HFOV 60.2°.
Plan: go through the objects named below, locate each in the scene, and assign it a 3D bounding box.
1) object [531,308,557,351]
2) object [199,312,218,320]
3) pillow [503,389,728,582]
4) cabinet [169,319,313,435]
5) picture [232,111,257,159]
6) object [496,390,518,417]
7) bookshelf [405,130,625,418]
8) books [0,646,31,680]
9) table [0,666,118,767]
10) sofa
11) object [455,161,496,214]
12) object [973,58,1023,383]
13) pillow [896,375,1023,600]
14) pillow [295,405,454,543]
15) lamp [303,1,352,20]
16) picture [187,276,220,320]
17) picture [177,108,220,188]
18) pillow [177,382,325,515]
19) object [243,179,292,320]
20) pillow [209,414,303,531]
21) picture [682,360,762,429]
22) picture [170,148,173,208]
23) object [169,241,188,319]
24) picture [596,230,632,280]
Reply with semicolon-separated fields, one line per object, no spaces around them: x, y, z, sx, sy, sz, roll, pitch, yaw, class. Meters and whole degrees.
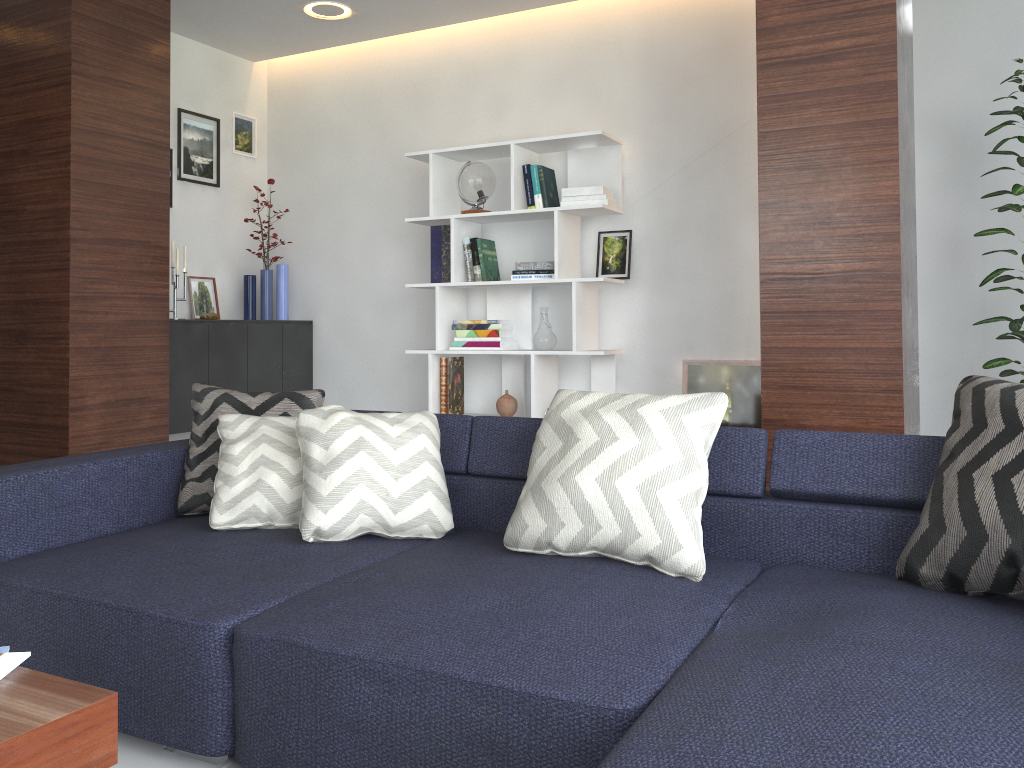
0.165;-0.282;4.534;0.132;0.220;0.132;-1;0;33;object
-1.700;-0.380;4.952;0.099;0.046;0.104;-1;3;-17;object
0.261;0.218;2.137;0.495;0.388;0.343;0;1;27;pillow
-1.656;-0.072;5.036;0.398;0.584;1.132;0;2;27;cabinet
-1.664;-1.546;5.496;0.015;0.258;0.202;-1;0;27;picture
-0.027;0.106;4.649;0.111;0.147;0.123;0;1;25;object
0.000;-0.344;4.663;1.150;1.822;0.300;0;-1;27;bookshelf
-4.811;0.517;1.720;8.233;0.373;0.405;0;1;6;books
-1.098;0.617;1.085;0.800;0.353;0.806;1;3;27;table
-0.128;0.452;1.591;2.872;0.608;1.901;1;4;27;sofa
-0.198;-1.009;4.734;0.220;0.384;0.235;0;0;-43;object
1.887;-0.277;3.179;0.483;1.848;0.502;0;-1;-4;object
1.087;0.257;1.710;0.355;0.519;0.598;0;1;-32;pillow
-0.373;0.236;2.393;0.418;0.351;0.280;-1;1;-20;pillow
-3.829;-1.806;2.746;9.582;0.084;5.352;0;4;14;lamp
-1.796;-0.498;5.151;0.059;0.256;0.202;-1;0;27;picture
-1.829;-1.376;5.168;0.017;0.413;0.311;-1;0;27;picture
-0.792;0.192;2.690;0.415;0.386;0.221;0;0;-2;pillow
-1.516;-0.820;5.429;0.270;0.862;0.272;-1;-1;42;object
-0.638;0.239;2.499;0.416;0.295;0.330;-1;1;-11;pillow
1.060;0.235;4.240;0.500;0.700;0.083;0;-1;27;picture
-1.980;-1.153;4.870;0.015;0.335;0.263;-1;0;27;picture
-1.800;-0.556;4.717;0.101;0.427;0.101;-1;-1;11;object
0.524;-0.663;4.544;0.182;0.256;0.059;0;-1;27;picture
